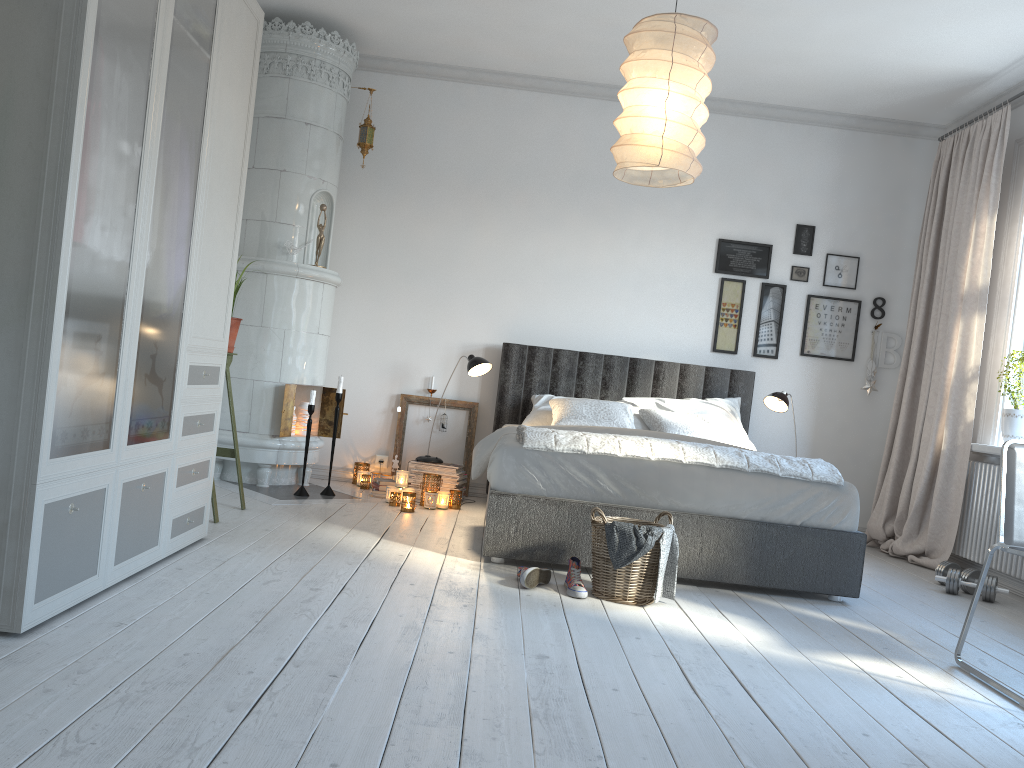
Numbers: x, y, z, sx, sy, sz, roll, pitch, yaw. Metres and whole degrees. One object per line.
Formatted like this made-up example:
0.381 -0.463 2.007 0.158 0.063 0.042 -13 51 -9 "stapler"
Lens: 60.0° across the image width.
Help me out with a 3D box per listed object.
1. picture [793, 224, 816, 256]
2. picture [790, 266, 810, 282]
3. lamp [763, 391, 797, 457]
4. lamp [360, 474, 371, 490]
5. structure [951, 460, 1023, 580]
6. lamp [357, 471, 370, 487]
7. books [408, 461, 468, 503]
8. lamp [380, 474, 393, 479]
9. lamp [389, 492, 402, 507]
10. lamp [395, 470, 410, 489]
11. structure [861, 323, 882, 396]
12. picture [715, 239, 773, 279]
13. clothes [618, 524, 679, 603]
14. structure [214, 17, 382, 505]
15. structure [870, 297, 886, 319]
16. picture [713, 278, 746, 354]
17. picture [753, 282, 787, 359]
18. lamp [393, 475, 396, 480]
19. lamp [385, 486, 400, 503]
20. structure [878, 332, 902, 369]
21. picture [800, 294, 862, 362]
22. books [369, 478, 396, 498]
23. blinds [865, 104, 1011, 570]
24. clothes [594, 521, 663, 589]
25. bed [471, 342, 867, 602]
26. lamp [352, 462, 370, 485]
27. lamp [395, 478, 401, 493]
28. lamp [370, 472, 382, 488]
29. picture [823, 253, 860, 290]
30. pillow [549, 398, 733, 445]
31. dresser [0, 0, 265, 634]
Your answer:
1.976 -0.973 5.993 0.128 0.202 0.011 7 1 -1 "picture"
1.949 -0.744 5.998 0.119 0.098 0.010 7 1 -1 "picture"
1.842 0.532 5.667 0.801 0.936 0.450 6 1 -19 "lamp"
-0.947 0.631 5.716 0.063 0.091 0.073 7 1 32 "lamp"
2.671 0.719 4.510 0.195 0.547 1.505 7 0 -1 "structure"
-0.980 0.623 5.826 0.081 0.098 0.080 6 1 -30 "lamp"
-0.474 0.615 5.641 0.346 0.232 0.245 7 1 8 "books"
-0.820 0.642 5.757 0.081 0.098 0.080 6 1 -30 "lamp"
-0.678 0.670 5.139 0.067 0.078 0.070 7 1 41 "lamp"
-0.649 0.564 5.239 0.080 0.098 0.081 7 1 42 "lamp"
2.432 -0.171 5.988 0.134 0.514 0.078 6 1 -13 "structure"
1.565 -0.845 5.987 0.365 0.232 0.020 7 1 -1 "picture"
0.484 0.682 3.476 0.283 0.288 0.235 7 1 38 "clothes"
-1.283 -0.707 5.384 1.246 2.837 0.801 8 1 44 "structure"
2.482 -0.513 6.003 0.096 0.151 0.014 7 1 -1 "structure"
1.470 -0.459 5.994 0.165 0.504 0.020 7 1 -1 "picture"
1.745 -0.427 5.999 0.165 0.504 0.020 7 1 -1 "picture"
-0.742 0.651 5.802 0.081 0.098 0.080 6 1 -45 "lamp"
-0.708 0.656 5.241 0.080 0.098 0.081 7 1 33 "lamp"
2.570 -0.223 6.014 0.146 0.239 0.024 7 1 -1 "structure"
2.160 -0.378 6.006 0.365 0.415 0.021 7 1 -1 "picture"
-0.790 0.648 5.510 0.175 0.096 0.262 7 0 -6 "books"
2.534 -0.252 5.339 0.225 2.648 0.831 7 1 -1 "blinds"
0.456 0.665 3.438 0.246 0.270 0.297 7 1 0 "clothes"
0.736 0.346 4.866 1.888 1.047 2.176 7 0 -1 "bed"
-1.007 0.599 5.921 0.108 0.141 0.107 6 1 -28 "lamp"
-0.711 0.655 5.673 0.081 0.098 0.080 6 1 -30 "lamp"
-0.892 0.634 5.806 0.081 0.098 0.080 6 1 -30 "lamp"
2.229 -0.761 6.001 0.225 0.220 0.010 7 1 -1 "picture"
0.775 0.238 5.293 1.147 0.225 0.415 7 0 -8 "pillow"
-1.427 -0.478 2.937 0.630 2.163 1.432 7 1 -1 "dresser"
